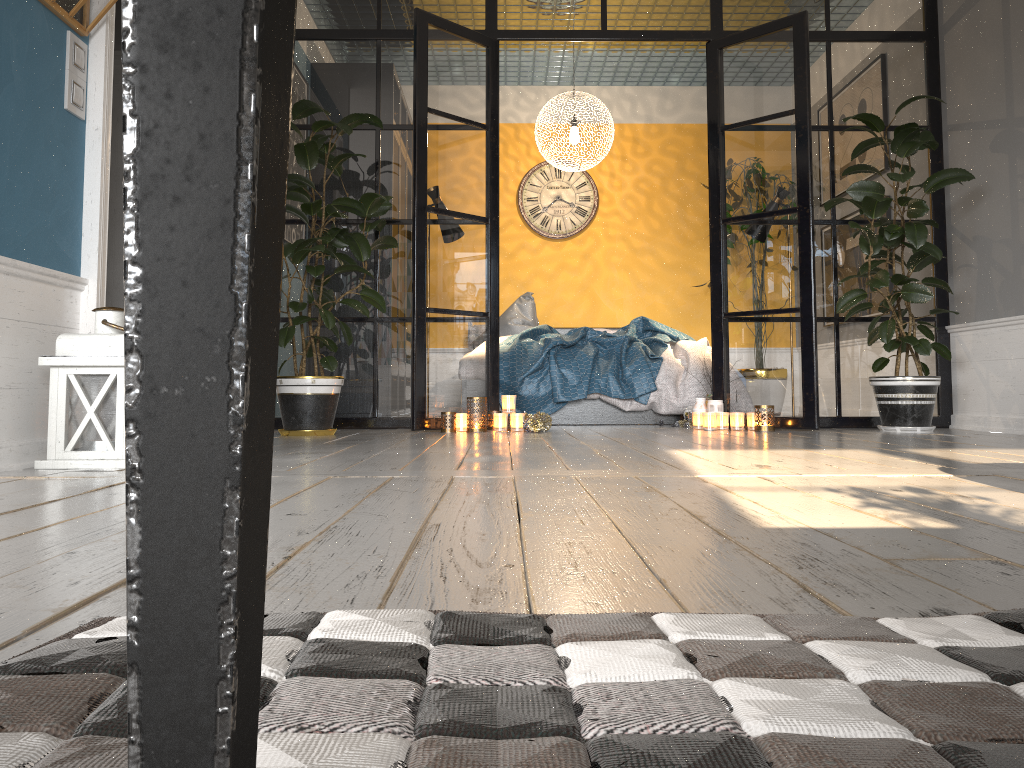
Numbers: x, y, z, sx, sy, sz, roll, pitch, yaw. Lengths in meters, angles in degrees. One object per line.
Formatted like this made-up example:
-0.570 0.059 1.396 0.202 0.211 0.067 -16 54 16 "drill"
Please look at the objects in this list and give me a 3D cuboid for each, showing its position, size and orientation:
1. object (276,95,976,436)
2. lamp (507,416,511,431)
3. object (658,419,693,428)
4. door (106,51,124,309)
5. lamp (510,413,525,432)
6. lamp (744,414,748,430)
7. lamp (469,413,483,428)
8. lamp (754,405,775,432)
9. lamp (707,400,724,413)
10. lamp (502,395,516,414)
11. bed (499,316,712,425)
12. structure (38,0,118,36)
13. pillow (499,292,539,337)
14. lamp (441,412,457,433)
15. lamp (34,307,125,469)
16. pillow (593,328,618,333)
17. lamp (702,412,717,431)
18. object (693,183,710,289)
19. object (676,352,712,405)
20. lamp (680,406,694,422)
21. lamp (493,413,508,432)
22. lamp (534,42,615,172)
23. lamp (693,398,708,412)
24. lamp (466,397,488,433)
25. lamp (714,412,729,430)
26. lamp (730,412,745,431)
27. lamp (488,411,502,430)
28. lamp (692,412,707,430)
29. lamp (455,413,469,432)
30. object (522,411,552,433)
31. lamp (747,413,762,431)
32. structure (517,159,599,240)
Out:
0.559 -0.641 4.723 3.895 1.803 1.007 0 -3 -1 "object"
-0.002 0.220 4.897 0.069 0.081 0.068 0 -3 7 "lamp"
0.998 0.240 5.367 0.087 0.054 0.325 1 -1 -37 "object"
-2.521 -0.889 5.424 1.037 2.317 0.177 0 -4 -1 "door"
0.030 0.209 4.791 0.080 0.099 0.080 -2 -4 40 "lamp"
1.296 0.212 4.969 0.063 0.091 0.063 1 -3 -19 "lamp"
-0.201 0.209 4.836 0.080 0.099 0.080 -2 -4 40 "lamp"
1.362 0.186 4.770 0.107 0.141 0.107 2 -4 -37 "lamp"
1.162 0.176 5.042 0.089 0.167 0.092 2 -4 -34 "lamp"
-0.017 0.110 4.799 0.080 0.099 0.080 -2 -4 40 "lamp"
0.589 -0.119 6.632 1.897 0.773 2.315 0 -1 0 "bed"
-1.345 -1.550 2.751 0.185 0.779 0.493 0 -3 -1 "structure"
0.015 -0.436 7.077 0.782 0.602 0.497 0 -3 5 "pillow"
-0.337 0.205 4.714 0.084 0.111 0.084 1 -3 -25 "lamp"
-1.225 0.005 2.688 0.287 0.480 0.285 0 -3 -2 "lamp"
0.716 -0.342 7.081 0.592 0.228 0.484 1 -1 -42 "pillow"
1.093 0.208 4.888 0.080 0.099 0.080 -2 -4 40 "lamp"
2.102 -0.837 7.452 1.344 2.215 1.244 1 -3 -14 "object"
1.261 0.003 5.384 0.437 0.524 0.278 -2 -4 40 "object"
1.091 0.199 5.374 0.108 0.132 0.095 2 -3 -30 "lamp"
-0.061 0.209 4.797 0.080 0.099 0.080 -2 -4 40 "lamp"
0.481 -2.186 6.846 0.615 1.101 0.615 -3 -4 40 "lamp"
1.096 0.171 5.142 0.092 0.180 0.092 -1 -4 20 "lamp"
-0.188 0.164 4.734 0.115 0.188 0.114 0 -3 -2 "lamp"
1.171 0.208 4.932 0.080 0.099 0.080 -2 -4 40 "lamp"
1.244 0.208 4.884 0.080 0.099 0.080 -2 -4 40 "lamp"
-0.098 0.207 5.027 0.081 0.107 0.080 0 -3 -1 "lamp"
1.063 0.209 5.017 0.080 0.099 0.080 2 -3 -36 "lamp"
-0.271 0.209 4.777 0.080 0.099 0.080 -2 -4 40 "lamp"
0.101 0.209 4.992 0.192 0.118 0.715 0 -1 -12 "object"
1.332 0.207 4.864 0.080 0.099 0.080 -2 -4 40 "lamp"
0.412 -1.654 7.905 0.727 0.728 0.070 0 -4 -1 "structure"
